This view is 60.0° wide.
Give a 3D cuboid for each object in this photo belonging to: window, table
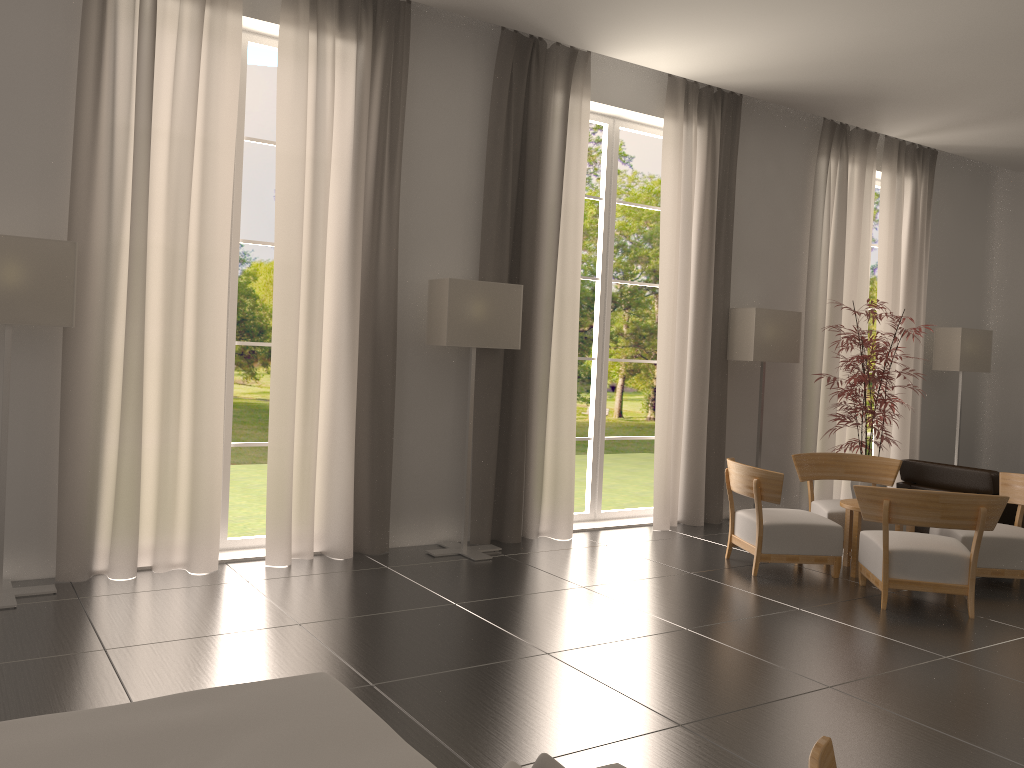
[{"bbox_3d":[-3.149,-1.024,9.786,2.643,5.748,0.110,2,1,-33],"label":"window"},{"bbox_3d":[5.727,-0.810,15.522,2.643,5.748,0.110,2,1,-33],"label":"window"},{"bbox_3d":[1.289,-0.917,12.654,2.643,5.748,0.110,2,1,-33],"label":"window"},{"bbox_3d":[4.260,1.809,10.322,0.869,0.803,0.870,2,2,-10],"label":"table"},{"bbox_3d":[15.554,-2.695,8.515,48.609,20.575,99.191,1,2,-33],"label":"window"}]

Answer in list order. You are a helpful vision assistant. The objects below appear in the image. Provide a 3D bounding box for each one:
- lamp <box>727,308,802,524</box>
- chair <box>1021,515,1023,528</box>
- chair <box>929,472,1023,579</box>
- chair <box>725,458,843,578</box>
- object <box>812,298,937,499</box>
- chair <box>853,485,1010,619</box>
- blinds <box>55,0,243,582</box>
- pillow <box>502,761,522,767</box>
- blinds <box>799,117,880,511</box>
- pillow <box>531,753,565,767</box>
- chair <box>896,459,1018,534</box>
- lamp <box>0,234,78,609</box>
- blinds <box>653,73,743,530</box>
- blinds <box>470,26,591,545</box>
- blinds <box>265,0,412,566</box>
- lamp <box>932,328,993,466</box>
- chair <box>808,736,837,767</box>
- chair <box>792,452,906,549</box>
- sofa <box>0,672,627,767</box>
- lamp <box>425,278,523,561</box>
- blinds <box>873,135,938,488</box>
[{"bbox_3d":[3.683,0.495,13.139,1.000,3.178,0.908,2,1,-33],"label":"lamp"},{"bbox_3d":[7.561,1.783,11.314,1.499,1.075,1.539,2,2,-33],"label":"chair"},{"bbox_3d":[5.558,1.663,10.175,1.151,1.226,1.452,3,2,7],"label":"chair"},{"bbox_3d":[3.125,1.541,10.414,1.150,1.226,1.452,2,2,-8],"label":"chair"},{"bbox_3d":[5.075,0.467,12.818,1.490,3.397,1.770,4,1,42],"label":"object"},{"bbox_3d":[4.204,1.636,9.137,1.452,1.226,1.151,3,1,12],"label":"chair"},{"bbox_3d":[-3.553,-1.318,8.787,1.549,6.430,0.415,2,1,-29],"label":"blinds"},{"bbox_3d":[-0.022,1.262,1.836,0.585,0.598,0.802,2,2,-33],"label":"pillow"},{"bbox_3d":[5.351,-1.104,14.540,1.549,6.430,0.415,2,1,-29],"label":"blinds"},{"bbox_3d":[0.097,1.286,1.910,0.549,0.577,0.919,2,2,-33],"label":"pillow"},{"bbox_3d":[6.593,1.686,12.815,1.499,1.075,1.539,2,2,-33],"label":"chair"},{"bbox_3d":[-4.492,0.298,7.857,1.000,3.178,0.908,2,1,-33],"label":"lamp"},{"bbox_3d":[2.637,-1.169,12.785,1.549,6.430,0.417,2,1,-37],"label":"blinds"},{"bbox_3d":[0.257,-1.226,11.249,1.549,6.430,0.415,2,1,-29],"label":"blinds"},{"bbox_3d":[-1.931,-1.279,9.833,1.549,6.430,0.417,2,1,-37],"label":"blinds"},{"bbox_3d":[8.048,0.600,15.960,1.000,3.178,0.908,2,1,-33],"label":"lamp"},{"bbox_3d":[1.365,1.745,2.177,1.150,1.226,1.452,2,2,-8],"label":"chair"},{"bbox_3d":[4.404,1.564,11.471,1.452,1.226,1.151,3,1,2],"label":"chair"},{"bbox_3d":[-1.762,1.656,0.616,5.602,1.204,5.529,1,2,-33],"label":"sofa"},{"bbox_3d":[-0.495,0.394,10.440,1.000,3.178,0.908,2,1,-33],"label":"lamp"},{"bbox_3d":[6.774,-1.070,15.458,1.549,6.430,0.417,2,1,-37],"label":"blinds"}]
